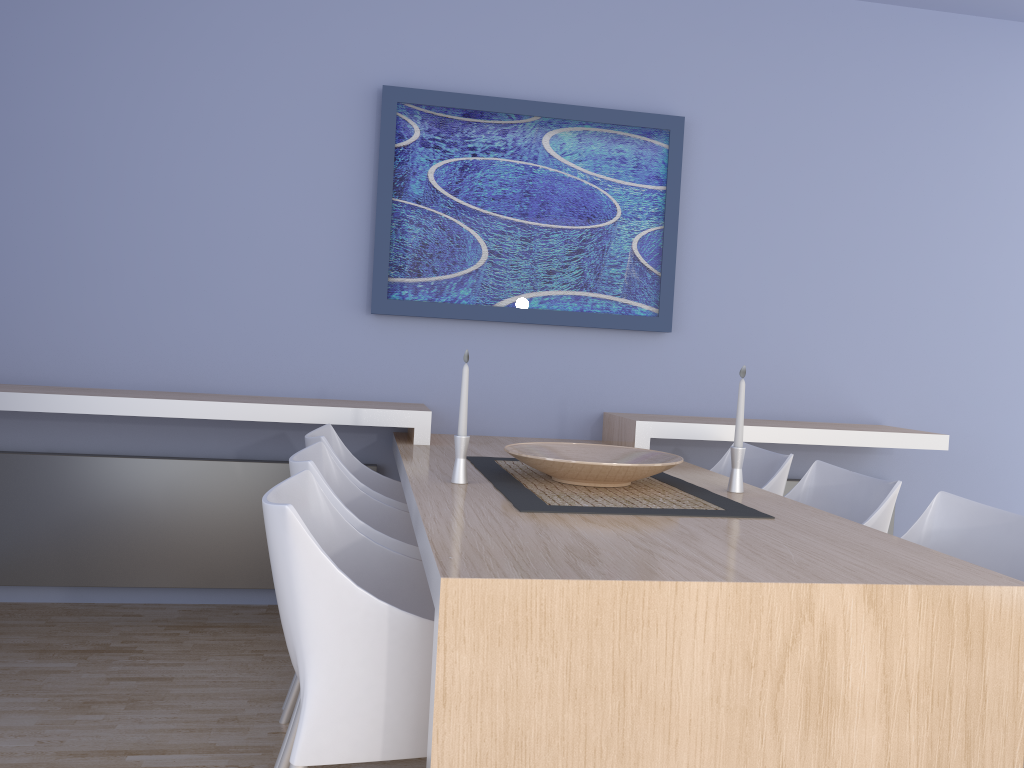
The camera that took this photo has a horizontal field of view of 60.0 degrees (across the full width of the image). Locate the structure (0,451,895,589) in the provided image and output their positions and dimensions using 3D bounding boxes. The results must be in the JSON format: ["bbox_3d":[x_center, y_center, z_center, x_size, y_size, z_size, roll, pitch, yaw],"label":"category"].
[{"bbox_3d":[-0.209,0.596,3.643,3.843,0.503,0.064,3,2,-9],"label":"structure"}]

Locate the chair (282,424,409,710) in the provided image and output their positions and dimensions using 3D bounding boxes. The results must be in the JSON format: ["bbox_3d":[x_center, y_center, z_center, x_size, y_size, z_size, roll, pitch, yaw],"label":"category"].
[{"bbox_3d":[-0.444,0.546,2.832,0.486,0.793,0.510,3,2,-9],"label":"chair"}]

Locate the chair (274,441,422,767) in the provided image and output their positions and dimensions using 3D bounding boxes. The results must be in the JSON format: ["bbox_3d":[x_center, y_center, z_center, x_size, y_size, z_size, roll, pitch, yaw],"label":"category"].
[{"bbox_3d":[-0.350,0.569,2.265,0.486,0.793,0.510,3,2,-9],"label":"chair"}]

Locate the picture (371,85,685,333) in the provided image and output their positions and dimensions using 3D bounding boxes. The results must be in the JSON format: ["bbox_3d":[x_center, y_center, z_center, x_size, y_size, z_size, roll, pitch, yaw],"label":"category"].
[{"bbox_3d":[0.077,-0.699,3.639,1.252,0.901,0.049,3,2,-9],"label":"picture"}]

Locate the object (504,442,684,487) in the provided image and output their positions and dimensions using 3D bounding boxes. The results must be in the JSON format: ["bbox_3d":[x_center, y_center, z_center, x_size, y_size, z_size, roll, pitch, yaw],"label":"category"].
[{"bbox_3d":[0.222,0.229,2.456,0.493,0.081,0.493,4,2,9],"label":"object"}]

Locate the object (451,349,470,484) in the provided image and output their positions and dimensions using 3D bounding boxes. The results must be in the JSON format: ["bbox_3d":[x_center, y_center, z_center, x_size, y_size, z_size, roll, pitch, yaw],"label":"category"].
[{"bbox_3d":[-0.127,0.083,2.301,0.045,0.349,0.045,4,2,32],"label":"object"}]

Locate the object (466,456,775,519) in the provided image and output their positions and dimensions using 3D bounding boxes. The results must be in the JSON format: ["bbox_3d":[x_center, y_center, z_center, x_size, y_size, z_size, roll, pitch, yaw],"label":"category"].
[{"bbox_3d":[0.223,0.271,2.456,0.594,0.005,0.986,3,2,-10],"label":"object"}]

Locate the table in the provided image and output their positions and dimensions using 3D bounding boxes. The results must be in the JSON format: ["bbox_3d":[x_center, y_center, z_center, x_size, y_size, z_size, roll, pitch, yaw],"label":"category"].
[{"bbox_3d":[0.177,0.626,2.571,1.002,0.718,2.340,3,2,-9],"label":"table"}]

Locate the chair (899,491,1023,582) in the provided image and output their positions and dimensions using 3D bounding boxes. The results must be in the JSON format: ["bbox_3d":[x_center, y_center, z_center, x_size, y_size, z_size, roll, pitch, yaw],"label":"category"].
[{"bbox_3d":[0.874,0.650,1.888,0.486,0.793,0.510,3,2,-10],"label":"chair"}]

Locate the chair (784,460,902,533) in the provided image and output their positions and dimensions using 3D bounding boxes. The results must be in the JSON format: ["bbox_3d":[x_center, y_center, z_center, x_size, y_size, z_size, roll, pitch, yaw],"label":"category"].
[{"bbox_3d":[0.777,0.626,2.475,0.486,0.793,0.510,3,2,-9],"label":"chair"}]

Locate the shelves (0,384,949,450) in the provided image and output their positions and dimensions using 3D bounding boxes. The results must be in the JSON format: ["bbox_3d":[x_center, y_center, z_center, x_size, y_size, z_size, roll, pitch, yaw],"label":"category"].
[{"bbox_3d":[-0.241,0.515,3.451,3.901,0.840,0.463,3,2,-9],"label":"shelves"}]

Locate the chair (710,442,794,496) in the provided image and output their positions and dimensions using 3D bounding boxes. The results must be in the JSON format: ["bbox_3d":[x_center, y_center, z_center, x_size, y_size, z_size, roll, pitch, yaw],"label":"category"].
[{"bbox_3d":[0.681,0.603,3.054,0.486,0.793,0.510,3,2,-9],"label":"chair"}]

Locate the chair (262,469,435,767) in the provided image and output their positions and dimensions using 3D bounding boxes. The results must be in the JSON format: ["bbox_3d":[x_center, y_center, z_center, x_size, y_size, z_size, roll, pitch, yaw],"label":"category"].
[{"bbox_3d":[-0.257,0.592,1.699,0.486,0.793,0.510,3,2,-9],"label":"chair"}]

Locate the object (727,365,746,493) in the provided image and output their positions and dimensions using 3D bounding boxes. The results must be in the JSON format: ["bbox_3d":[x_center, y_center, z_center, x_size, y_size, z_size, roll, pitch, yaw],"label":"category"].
[{"bbox_3d":[0.622,0.121,2.426,0.045,0.349,0.045,3,2,-9],"label":"object"}]
